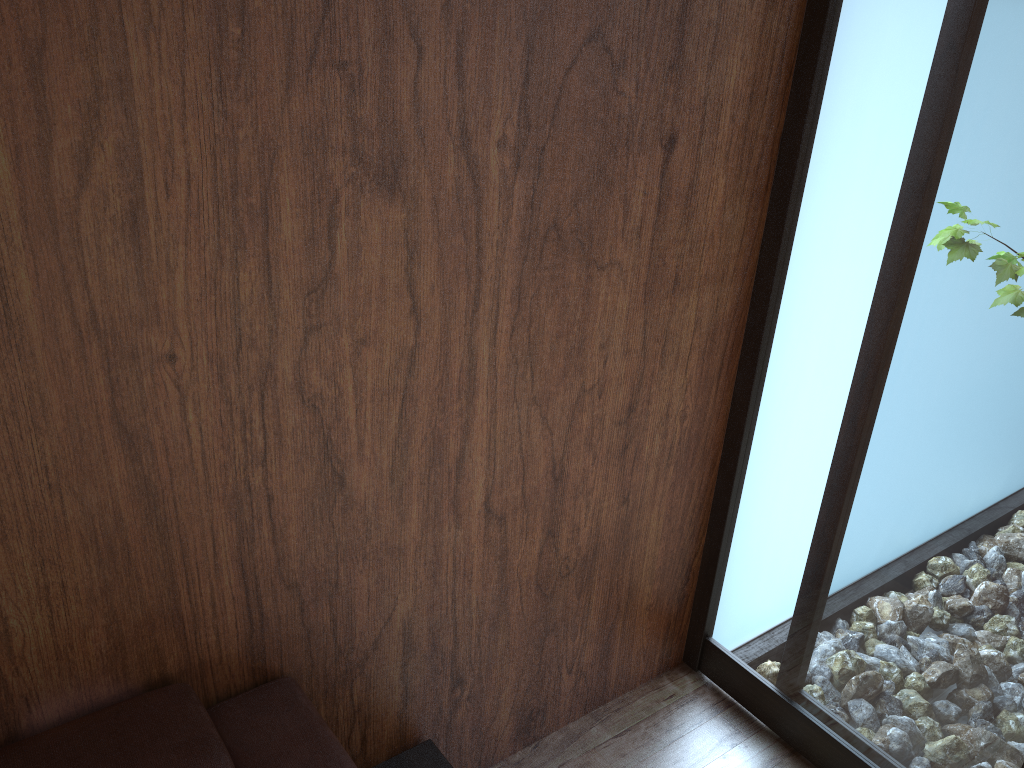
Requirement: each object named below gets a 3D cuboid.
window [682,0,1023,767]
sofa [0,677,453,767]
[{"bbox_3d":[2.254,-0.655,0.185,14.060,5.141,4.069,-14,31,-35],"label":"window"},{"bbox_3d":[-0.648,1.047,0.268,2.521,0.761,1.685,-14,31,-34],"label":"sofa"}]
